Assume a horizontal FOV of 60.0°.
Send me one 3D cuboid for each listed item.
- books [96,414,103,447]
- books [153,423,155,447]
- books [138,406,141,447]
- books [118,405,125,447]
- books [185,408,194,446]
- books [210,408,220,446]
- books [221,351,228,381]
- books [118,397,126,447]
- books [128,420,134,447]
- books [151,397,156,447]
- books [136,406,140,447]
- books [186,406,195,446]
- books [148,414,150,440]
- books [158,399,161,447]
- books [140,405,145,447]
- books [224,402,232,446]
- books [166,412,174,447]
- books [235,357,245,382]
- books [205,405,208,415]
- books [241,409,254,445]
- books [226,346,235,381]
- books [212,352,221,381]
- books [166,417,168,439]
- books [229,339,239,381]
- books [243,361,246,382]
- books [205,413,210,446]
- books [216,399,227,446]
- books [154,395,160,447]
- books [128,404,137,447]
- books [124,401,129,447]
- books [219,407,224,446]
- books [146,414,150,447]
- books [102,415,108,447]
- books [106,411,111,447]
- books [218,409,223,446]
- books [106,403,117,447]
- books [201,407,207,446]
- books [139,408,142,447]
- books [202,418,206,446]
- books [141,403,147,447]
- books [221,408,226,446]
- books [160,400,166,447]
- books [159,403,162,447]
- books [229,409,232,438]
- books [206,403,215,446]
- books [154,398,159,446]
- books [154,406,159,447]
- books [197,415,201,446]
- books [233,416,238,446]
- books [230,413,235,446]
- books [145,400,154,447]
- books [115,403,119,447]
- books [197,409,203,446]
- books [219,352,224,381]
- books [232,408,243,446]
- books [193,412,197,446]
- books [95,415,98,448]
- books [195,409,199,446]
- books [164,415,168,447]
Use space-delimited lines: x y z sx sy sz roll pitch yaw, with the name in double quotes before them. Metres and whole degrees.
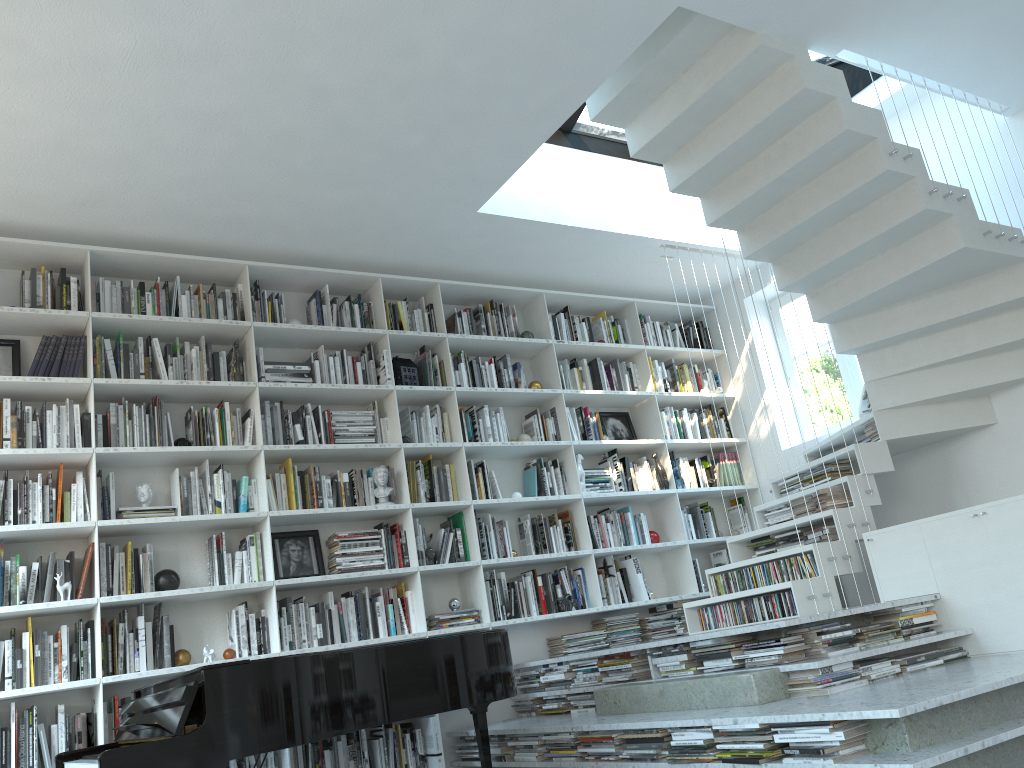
"books" -2.167 0.287 4.639 0.029 0.224 0.137 1 -20 -32
"books" -1.946 0.296 4.776 0.012 0.216 0.133 1 -20 -32
"books" -2.006 0.269 4.732 0.010 0.261 0.170 1 -20 -32
"books" -2.074 0.264 4.679 0.024 0.261 0.178 1 -20 -32
"books" -1.776 0.280 4.884 0.005 0.253 0.161 1 -20 -32
"books" -1.656 0.277 4.923 0.013 0.243 0.189 1 -20 -32
"books" -1.669 -0.050 5.093 0.025 0.236 0.153 1 -20 -32
"books" -2.070 0.243 4.706 0.011 0.316 0.155 1 -20 -32
"books" -2.033 0.303 4.700 0.029 0.186 0.149 1 -20 -32
"books" -1.942 0.244 4.785 0.004 0.320 0.153 1 -20 -32
"books" -2.002 0.266 4.706 0.012 0.251 0.184 1 -20 -32
"books" -1.774 0.273 4.898 0.012 0.275 0.129 1 -20 -32
"books" -1.963 0.290 4.761 0.011 0.225 0.130 1 -20 -32
"books" -1.921 0.252 4.797 0.005 0.304 0.163 1 -20 -32
"books" -1.981 0.265 4.730 0.009 0.260 0.181 1 -20 -32
"books" -1.614 0.266 4.975 0.022 0.283 0.190 1 -20 -32
"books" -1.866 0.287 4.815 0.031 0.231 0.148 1 -20 -32
"books" -1.587 -0.035 5.146 0.028 0.211 0.135 1 -20 -32
"books" -1.705 0.269 4.924 0.005 0.274 0.157 1 -20 -32
"books" -1.507 0.284 5.011 0.064 0.236 0.209 1 -20 -32
"books" -1.628 -0.069 5.103 0.055 0.263 0.167 1 -20 -32
"books" -1.699 -0.049 5.049 0.030 0.217 0.183 1 -20 -32
"books" -1.881 0.300 4.809 0.004 0.209 0.132 1 -20 -32
"books" -1.618 -0.087 5.116 0.058 0.301 0.175 1 -20 -32
"books" -1.569 -0.023 5.162 0.019 0.193 0.098 1 -20 -32
"books" -1.694 0.290 4.895 0.006 0.215 0.181 1 -20 -32
"books" -1.631 0.257 4.972 0.006 0.302 0.166 1 -20 -32
"books" -1.928 0.240 4.799 0.005 0.330 0.162 1 -20 -32
"books" -2.011 0.260 4.701 0.009 0.262 0.190 1 -20 -32
"books" -2.048 0.252 4.689 0.010 0.282 0.184 1 -20 -32
"books" -1.639 0.276 4.964 0.004 0.264 0.142 1 -20 -32
"books" -1.958 0.289 4.733 0.011 0.208 0.181 1 -20 -32
"books" -2.143 0.290 4.652 0.024 0.218 0.140 1 -20 -32
"books" -2.123 0.276 4.654 0.012 0.239 0.134 1 -20 -32
"books" -1.647 0.282 4.957 0.017 0.252 0.140 1 -20 -32
"books" -2.107 0.256 4.664 0.026 0.278 0.151 1 -20 -32
"books" -1.721 0.277 4.923 0.009 0.266 0.150 1 -20 -32
"books" -1.997 0.272 4.737 0.011 0.255 0.152 1 -20 -32
"books" -1.720 0.305 4.902 0.011 0.199 0.163 1 -20 -32
"books" -1.977 0.258 4.743 0.011 0.278 0.169 1 -20 -32
"books" -1.630 0.280 4.960 0.006 0.252 0.181 1 -20 -32
"books" -1.898 0.254 4.785 0.011 0.286 0.189 1 -20 -32
"books" -1.914 0.261 4.795 0.004 0.283 0.167 1 -20 -32
"books" -1.602 0.282 4.985 0.010 0.256 0.140 1 -20 -32
"books" -1.696 0.268 4.944 0.033 0.286 0.155 1 -20 -32
"books" -1.932 0.248 4.797 0.005 0.315 0.157 1 -20 -32
"books" -1.928 0.269 4.775 0.010 0.261 0.158 1 -20 -32
"books" -1.746 0.298 4.893 0.013 0.215 0.150 1 -20 -32
"books" -1.577 0.303 4.998 0.024 0.215 0.142 1 -20 -32
"books" -1.592 0.296 4.990 0.011 0.229 0.166 1 -20 -32
"books" -1.949 0.253 4.761 0.011 0.290 0.177 1 -20 -32
"books" -2.089 0.257 4.670 0.012 0.275 0.157 1 -20 -32
"books" -1.726 0.280 4.880 0.005 0.235 0.179 1 -20 -32
"books" -1.679 -0.049 5.066 0.022 0.222 0.161 1 -20 -32
"books" -1.556 0.281 5.008 0.022 0.256 0.155 1 -20 -32
"books" -1.763 0.289 4.894 0.005 0.238 0.146 1 -20 -32
"books" -2.171 0.287 4.605 0.015 0.207 0.186 1 -20 -32
"books" -1.746 0.281 4.878 0.005 0.239 0.174 1 -20 -32
"books" -1.890 0.296 4.807 0.012 0.217 0.151 1 -20 -32
